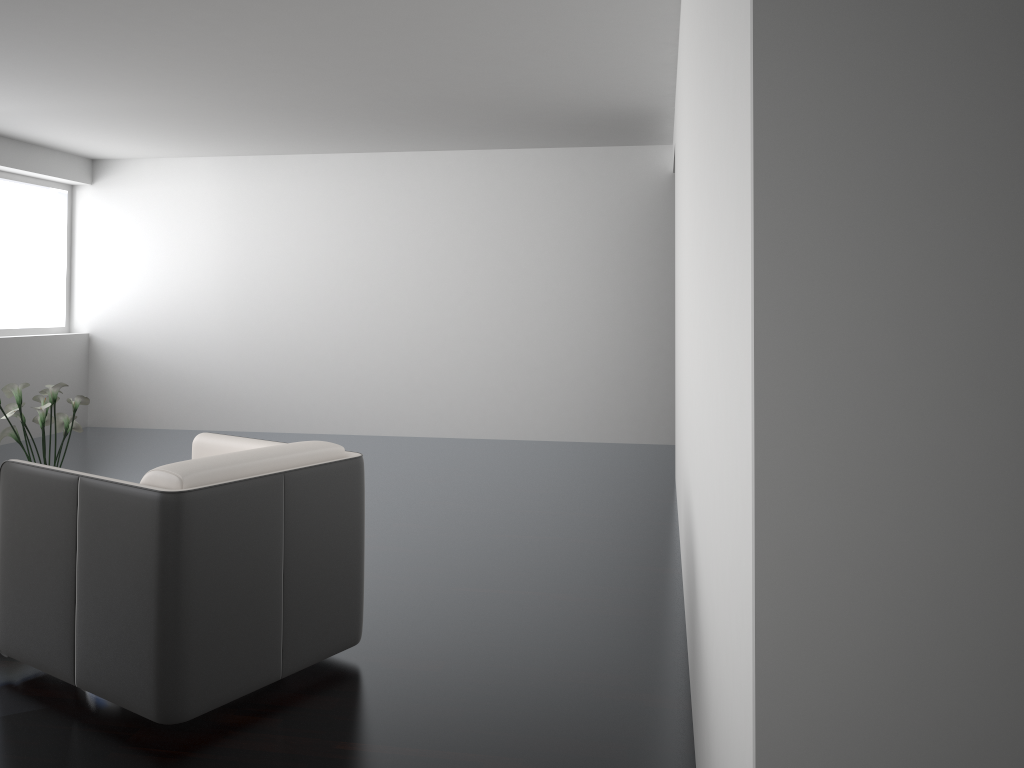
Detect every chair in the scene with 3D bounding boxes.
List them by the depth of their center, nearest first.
[{"bbox_3d":[-1.055,0.521,2.866,0.920,0.662,0.768,2,3,34],"label":"chair"}]

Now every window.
[{"bbox_3d":[-4.883,-0.822,4.348,0.110,1.428,8.077,0,5,10],"label":"window"}]

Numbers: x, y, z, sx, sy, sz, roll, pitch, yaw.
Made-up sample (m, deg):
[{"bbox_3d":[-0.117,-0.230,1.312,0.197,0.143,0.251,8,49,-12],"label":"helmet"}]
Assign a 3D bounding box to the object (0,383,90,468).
[{"bbox_3d":[-2.175,0.387,4.019,0.378,0.798,0.446,0,0,-7],"label":"object"}]
